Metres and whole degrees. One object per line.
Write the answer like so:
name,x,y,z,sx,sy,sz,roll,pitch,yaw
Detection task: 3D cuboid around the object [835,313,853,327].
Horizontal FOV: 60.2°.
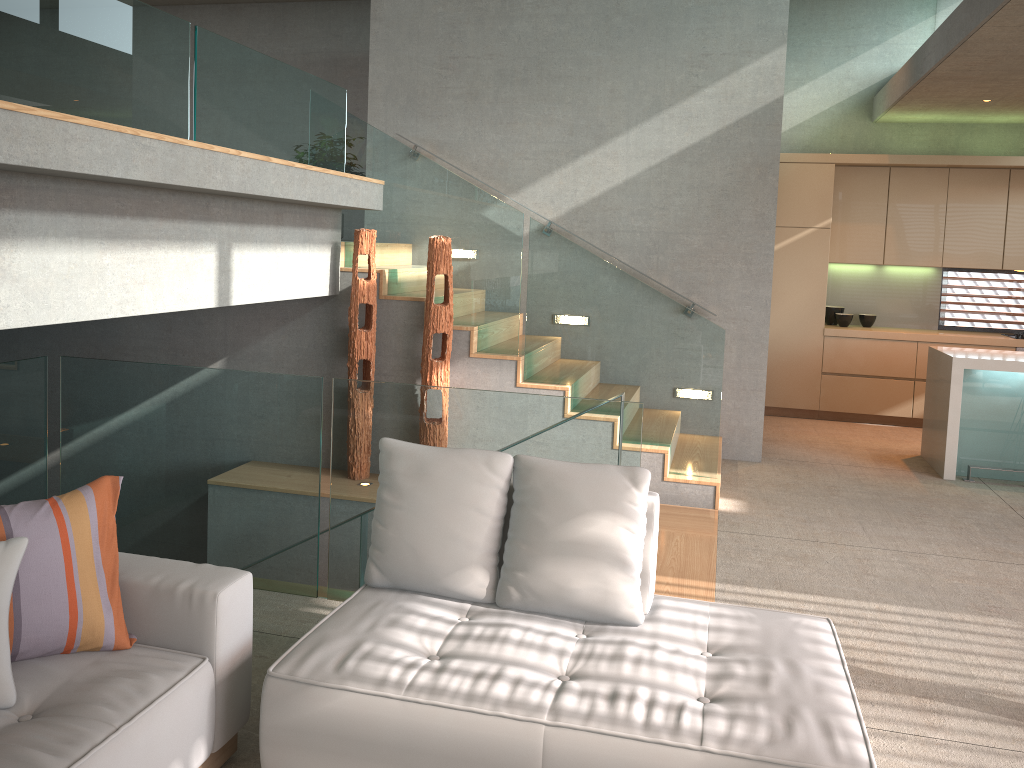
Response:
object,3.304,-0.632,8.794,0.169,0.126,0.171,2,7,0

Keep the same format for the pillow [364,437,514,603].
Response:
pillow,-0.256,0.462,3.040,0.492,0.495,0.239,4,5,14

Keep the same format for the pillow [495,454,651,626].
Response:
pillow,0.210,0.510,2.925,0.493,0.480,0.267,4,6,14

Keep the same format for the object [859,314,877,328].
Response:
object,3.565,-0.633,8.867,0.169,0.126,0.171,2,7,0

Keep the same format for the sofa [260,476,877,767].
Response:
sofa,0.202,0.787,2.692,1.598,0.728,1.020,4,8,14

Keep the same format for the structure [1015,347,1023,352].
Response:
structure,5.040,-0.058,8.067,0.829,0.498,0.080,4,5,14

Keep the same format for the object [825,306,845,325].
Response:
object,3.254,-0.693,8.977,0.225,0.186,0.227,1,7,-9

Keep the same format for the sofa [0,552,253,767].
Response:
sofa,-1.691,0.944,1.147,1.050,0.747,3.486,4,9,13

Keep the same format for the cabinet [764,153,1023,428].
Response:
cabinet,5.984,-0.630,7.414,7.478,2.551,1.978,4,6,14

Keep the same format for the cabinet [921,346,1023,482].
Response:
cabinet,5.262,0.350,6.323,4.125,0.894,0.806,4,7,14

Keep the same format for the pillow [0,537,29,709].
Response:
pillow,-1.488,0.600,2.115,0.594,0.403,0.240,-3,7,-33

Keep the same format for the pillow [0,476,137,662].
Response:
pillow,-1.403,0.520,2.397,0.697,0.501,0.281,-3,7,-33

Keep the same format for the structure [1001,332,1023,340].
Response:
structure,5.114,-0.411,8.284,0.839,0.090,0.467,4,9,14
